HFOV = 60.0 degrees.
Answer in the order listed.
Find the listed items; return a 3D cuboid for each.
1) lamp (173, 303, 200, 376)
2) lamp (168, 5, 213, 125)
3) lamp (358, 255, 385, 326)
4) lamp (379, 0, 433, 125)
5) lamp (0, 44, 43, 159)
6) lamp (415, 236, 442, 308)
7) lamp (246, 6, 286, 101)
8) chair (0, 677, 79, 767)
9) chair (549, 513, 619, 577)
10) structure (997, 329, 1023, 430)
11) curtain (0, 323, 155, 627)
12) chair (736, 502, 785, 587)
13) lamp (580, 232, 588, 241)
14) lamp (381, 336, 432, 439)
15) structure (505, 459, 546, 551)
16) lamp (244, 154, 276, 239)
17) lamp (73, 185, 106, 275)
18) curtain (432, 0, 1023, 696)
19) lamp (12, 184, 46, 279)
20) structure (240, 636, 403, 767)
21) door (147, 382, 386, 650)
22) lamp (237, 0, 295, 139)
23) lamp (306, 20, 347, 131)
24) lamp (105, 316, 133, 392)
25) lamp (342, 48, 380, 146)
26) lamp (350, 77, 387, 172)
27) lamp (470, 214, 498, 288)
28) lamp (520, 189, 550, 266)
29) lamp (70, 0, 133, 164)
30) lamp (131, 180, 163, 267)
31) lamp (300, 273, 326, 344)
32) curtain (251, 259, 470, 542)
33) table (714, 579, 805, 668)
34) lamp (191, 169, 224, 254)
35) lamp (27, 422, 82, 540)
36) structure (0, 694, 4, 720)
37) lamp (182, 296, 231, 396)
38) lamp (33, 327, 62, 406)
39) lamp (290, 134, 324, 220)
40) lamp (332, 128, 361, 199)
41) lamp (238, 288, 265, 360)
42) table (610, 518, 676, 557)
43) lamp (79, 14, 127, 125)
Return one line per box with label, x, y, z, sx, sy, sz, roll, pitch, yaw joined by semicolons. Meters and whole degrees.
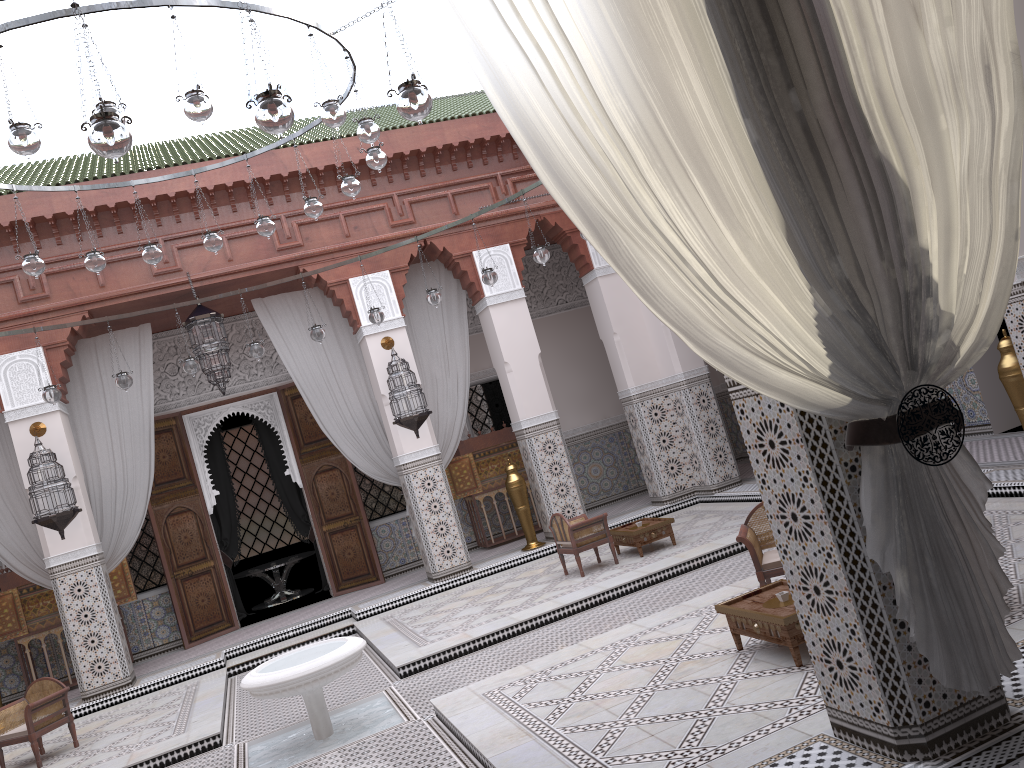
lamp;-1.598;-0.213;4.318;0.090;0.371;0.091;-17;-3;16
lamp;-0.909;-0.892;2.449;0.091;0.371;0.090;-15;-3;-19
lamp;-0.713;-0.465;4.448;0.091;0.371;0.090;-14;-4;-33
lamp;-0.256;-0.738;1.926;0.091;0.371;0.090;-16;-3;-4
lamp;-1.338;-0.771;2.353;0.091;0.371;0.090;-17;-3;16
lamp;-0.419;-0.555;4.393;0.091;0.371;0.090;-15;-3;-19
lamp;-0.729;-0.937;2.581;0.091;0.371;0.090;-15;-3;-28
chair;-1.960;1.387;3.622;0.263;0.313;0.208;-17;-3;17
chair;0.341;0.748;4.290;0.208;0.313;0.263;-15;-3;-22
structure;1.871;0.058;3.225;0.156;0.539;0.156;-18;-4;32
curtain;-2.374;0.665;4.717;1.304;1.761;0.048;-15;-3;-18
chair;0.849;0.513;2.720;0.263;0.313;0.208;-17;-3;17
lamp;0.303;-0.795;3.881;0.091;0.371;0.090;-17;-3;6
lamp;-0.607;0.006;4.947;0.216;0.618;0.217;-15;-3;-18
structure;0.052;0.702;5.244;0.156;0.539;0.156;-16;-3;-13
lamp;-1.060;-0.779;3.698;0.091;0.371;0.090;-13;-4;-43
lamp;-1.686;-0.605;3.510;0.090;0.371;0.091;-17;-3;6
curtain;0.489;-0.356;1.435;1.304;1.761;0.137;-15;-3;-19
lamp;-1.840;-0.570;3.338;0.090;0.371;0.091;-16;-3;-14
structure;-0.672;1.077;3.025;0.528;0.310;0.501;-15;-3;-18
door;-1.634;0.745;5.674;1.244;1.461;0.419;-15;-3;-18
lamp;-0.521;-0.668;1.781;0.091;0.371;0.090;-16;-3;-4
lamp;-0.594;-0.967;2.762;0.091;0.371;0.090;-13;-4;-43
lamp;-1.869;-0.140;4.193;0.090;0.371;0.091;-18;-3;26
lamp;-0.518;-0.978;2.980;0.090;0.371;0.091;-18;-3;26
lamp;-0.529;-0.958;3.274;0.091;0.371;0.090;-18;-3;21
lamp;-0.142;-0.642;4.282;0.091;0.371;0.090;-15;-3;-19
lamp;0.103;-0.724;4.107;0.091;0.371;0.090;-16;-3;-4
lamp;-0.802;-0.592;1.672;0.091;0.371;0.090;-16;-3;-4
lamp;-1.506;-0.652;3.626;0.090;0.371;0.091;-18;-3;21
lamp;-1.008;-0.378;4.454;0.091;0.371;0.090;-13;-4;-43
curtain;-0.667;0.195;5.284;1.304;1.761;0.048;-15;-3;-18
table;0.726;0.617;2.321;0.229;0.142;0.330;-15;-3;-18
lamp;-1.279;-0.715;3.697;0.090;0.371;0.091;-19;-4;41
lamp;-2.289;0.468;4.370;0.216;0.618;0.217;-15;-3;-18
structure;-2.574;1.424;4.342;0.156;0.539;0.156;-19;-4;43
lamp;-1.657;-0.210;4.873;0.221;0.571;0.220;-15;-3;-18
lamp;-2.116;-0.077;4.012;0.090;0.371;0.091;-17;-3;16
lamp;-0.845;-0.845;3.635;0.091;0.371;0.090;-15;-3;-23
lamp;-0.666;-0.905;3.501;0.091;0.371;0.090;-16;-3;-4
lamp;-1.306;-0.294;4.408;0.090;0.371;0.091;-19;-4;36
table;0.645;0.754;4.387;0.229;0.142;0.330;-15;-3;-18
lamp;-1.120;-0.834;2.371;0.091;0.371;0.090;-17;-3;6
